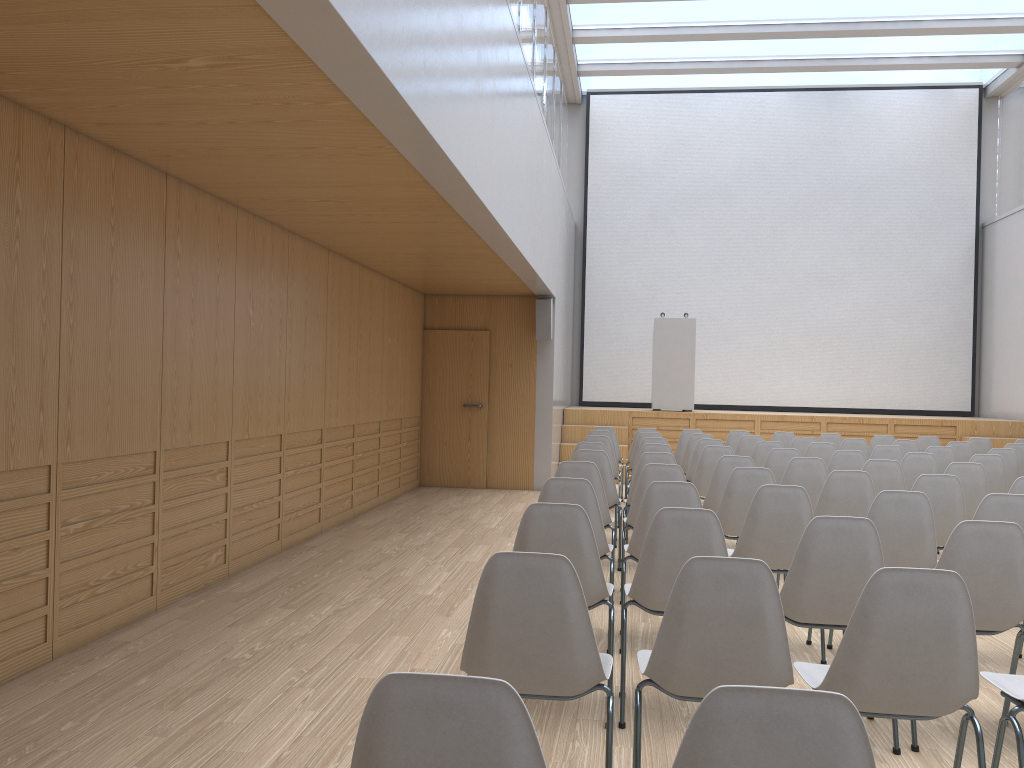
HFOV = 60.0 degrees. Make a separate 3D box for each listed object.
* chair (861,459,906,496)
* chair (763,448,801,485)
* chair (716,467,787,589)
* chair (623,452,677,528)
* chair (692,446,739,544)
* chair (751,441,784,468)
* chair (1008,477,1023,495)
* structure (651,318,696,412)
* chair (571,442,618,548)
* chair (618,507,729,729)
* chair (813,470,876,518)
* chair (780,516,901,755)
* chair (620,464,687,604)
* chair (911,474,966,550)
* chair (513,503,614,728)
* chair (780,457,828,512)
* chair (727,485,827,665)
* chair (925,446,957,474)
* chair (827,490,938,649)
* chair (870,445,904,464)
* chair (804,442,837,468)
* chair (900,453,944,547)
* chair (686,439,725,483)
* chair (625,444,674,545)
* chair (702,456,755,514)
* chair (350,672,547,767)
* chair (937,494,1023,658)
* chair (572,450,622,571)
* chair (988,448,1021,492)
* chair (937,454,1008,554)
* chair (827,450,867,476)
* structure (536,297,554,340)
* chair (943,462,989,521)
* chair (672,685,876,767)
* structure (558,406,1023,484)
[{"bbox_3d":[2.611,0.967,6.437,0.479,0.876,0.505,1,0,7],"label":"chair"},{"bbox_3d":[2.230,0.959,7.425,0.479,0.876,0.505,1,0,7],"label":"chair"},{"bbox_3d":[1.458,0.937,5.548,0.479,0.876,0.505,1,0,7],"label":"chair"},{"bbox_3d":[1.065,0.929,6.606,0.479,0.876,0.505,1,0,7],"label":"chair"},{"bbox_3d":[1.714,0.947,7.531,0.479,0.876,0.505,1,0,7],"label":"chair"},{"bbox_3d":[2.399,0.966,8.432,0.479,0.876,0.505,1,0,7],"label":"chair"},{"bbox_3d":[3.048,0.975,5.363,0.479,0.876,0.505,1,0,7],"label":"chair"},{"bbox_3d":[2.423,-0.281,13.341,0.605,1.379,0.605,1,0,7],"label":"structure"},{"bbox_3d":[0.673,0.922,7.623,0.479,0.876,0.505,1,0,7],"label":"chair"},{"bbox_3d":[0.691,0.914,3.648,0.479,0.876,0.505,1,0,7],"label":"chair"},{"bbox_3d":[2.025,0.950,5.504,0.479,0.876,0.505,1,0,7],"label":"chair"},{"bbox_3d":[1.239,0.927,3.518,0.479,0.876,0.505,1,0,7],"label":"chair"},{"bbox_3d":[0.937,0.924,5.632,0.479,0.876,0.505,1,0,7],"label":"chair"},{"bbox_3d":[2.489,0.961,5.375,0.479,0.876,0.505,1,0,7],"label":"chair"},{"bbox_3d":[0.191,0.902,3.693,0.479,0.876,0.505,1,0,7],"label":"chair"},{"bbox_3d":[2.095,0.954,6.474,0.479,0.876,0.505,1,0,7],"label":"chair"},{"bbox_3d":[1.339,0.932,4.573,0.479,0.876,0.505,1,0,7],"label":"chair"},{"bbox_3d":[3.904,1.002,8.278,0.479,0.876,0.505,1,0,7],"label":"chair"},{"bbox_3d":[1.870,0.944,4.446,0.479,0.876,0.505,1,0,7],"label":"chair"},{"bbox_3d":[3.417,0.990,8.240,0.479,0.876,0.505,1,0,7],"label":"chair"},{"bbox_3d":[2.871,0.977,8.392,0.479,0.876,0.505,1,0,7],"label":"chair"},{"bbox_3d":[3.266,0.984,7.292,0.479,0.876,0.505,1,0,7],"label":"chair"},{"bbox_3d":[1.880,0.953,8.546,0.479,0.876,0.505,1,0,7],"label":"chair"},{"bbox_3d":[1.221,0.935,7.612,0.479,0.876,0.505,1,0,7],"label":"chair"},{"bbox_3d":[1.590,0.942,6.456,0.479,0.876,0.505,1,0,7],"label":"chair"},{"bbox_3d":[-0.081,0.891,1.629,0.479,0.876,0.505,1,0,7],"label":"chair"},{"bbox_3d":[2.365,0.956,4.424,0.479,0.876,0.505,1,0,7],"label":"chair"},{"bbox_3d":[0.595,0.918,6.694,0.479,0.876,0.505,1,0,7],"label":"chair"},{"bbox_3d":[4.403,1.014,8.155,0.479,0.876,0.505,1,0,7],"label":"chair"},{"bbox_3d":[3.800,0.998,7.293,0.479,0.876,0.505,1,0,7],"label":"chair"},{"bbox_3d":[2.734,0.972,7.381,0.479,0.876,0.505,1,0,7],"label":"chair"},{"bbox_3d":[0.406,-0.817,11.116,0.196,0.542,0.368,1,0,7],"label":"structure"},{"bbox_3d":[3.152,0.980,6.358,0.479,0.876,0.505,1,0,7],"label":"chair"},{"bbox_3d":[0.432,0.903,1.605,0.479,0.876,0.505,1,0,7],"label":"chair"},{"bbox_3d":[4.076,0.963,13.349,6.551,1.027,2.728,1,0,7],"label":"structure"}]
